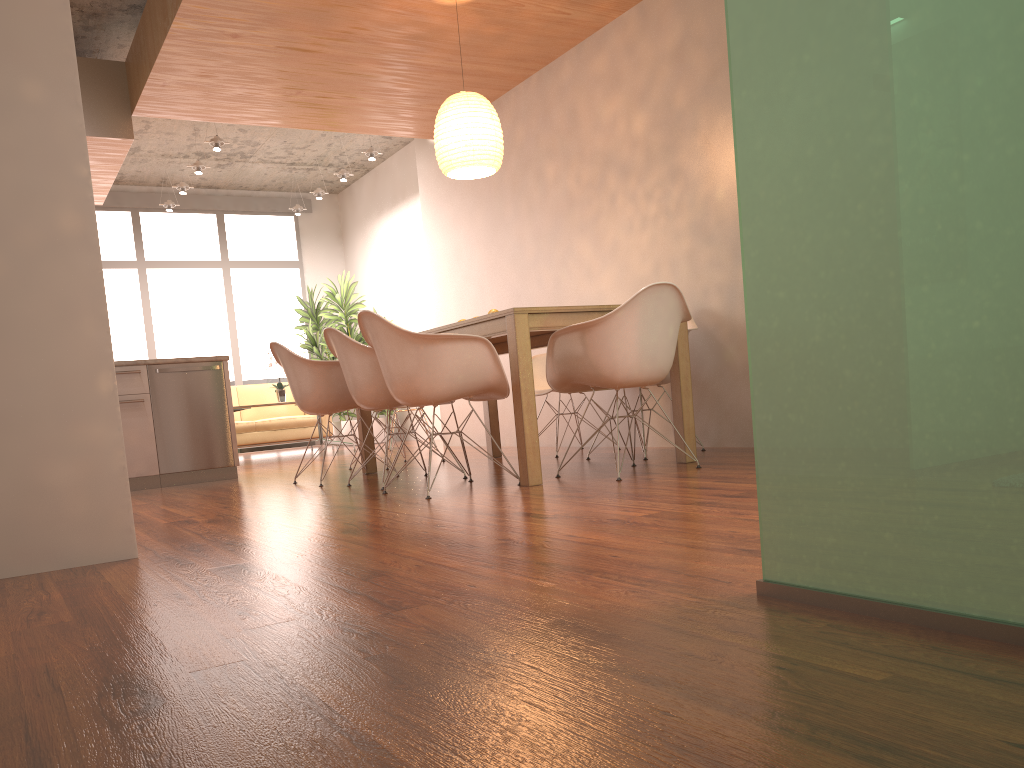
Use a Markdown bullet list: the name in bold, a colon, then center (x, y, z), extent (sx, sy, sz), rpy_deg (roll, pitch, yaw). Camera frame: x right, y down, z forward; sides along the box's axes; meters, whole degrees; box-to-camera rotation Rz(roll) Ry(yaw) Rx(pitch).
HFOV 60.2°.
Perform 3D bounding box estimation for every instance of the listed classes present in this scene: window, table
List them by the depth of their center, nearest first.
- **table**: center (-0.051, 0.089, 5.143), extent (1.018, 0.814, 2.081), rpy_deg (-6, 0, -31)
- **table**: center (-2.404, 0.486, 9.040), extent (1.856, 0.563, 0.943), rpy_deg (-5, 0, -30)
- **window**: center (-6.229, -0.554, 9.894), extent (8.494, 3.302, 0.062), rpy_deg (-5, 4, -30)

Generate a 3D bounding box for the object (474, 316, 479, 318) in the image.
- **object**: center (-0.193, -0.345, 4.983), extent (0.080, 0.072, 0.083), rpy_deg (-6, 2, -41)

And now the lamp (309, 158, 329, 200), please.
- **lamp**: center (-2.272, -2.404, 10.314), extent (0.134, 0.486, 0.196), rpy_deg (-3, 4, 27)

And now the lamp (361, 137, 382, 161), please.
- **lamp**: center (-1.431, -2.502, 8.901), extent (0.134, 0.486, 0.196), rpy_deg (-3, 4, 27)

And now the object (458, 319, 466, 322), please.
- **object**: center (-0.286, -0.335, 5.108), extent (0.077, 0.078, 0.080), rpy_deg (-7, 3, -45)

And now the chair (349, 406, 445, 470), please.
- **chair**: center (-0.894, 0.159, 6.367), extent (0.646, 0.867, 0.677), rpy_deg (-2, 4, 44)

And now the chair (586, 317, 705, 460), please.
- **chair**: center (0.800, -0.009, 5.269), extent (0.636, 0.867, 0.687), rpy_deg (-7, 3, -41)

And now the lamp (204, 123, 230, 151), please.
- **lamp**: center (-2.738, -2.398, 8.134), extent (0.134, 0.486, 0.196), rpy_deg (-3, 4, 27)

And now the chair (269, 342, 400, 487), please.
- **chair**: center (-1.104, 0.162, 5.376), extent (0.637, 0.867, 0.687), rpy_deg (-7, 3, -36)

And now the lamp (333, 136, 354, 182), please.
- **lamp**: center (-1.852, -2.453, 9.608), extent (0.134, 0.486, 0.196), rpy_deg (-3, 4, 27)

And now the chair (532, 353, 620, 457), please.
- **chair**: center (0.407, 0.039, 6.058), extent (0.637, 0.867, 0.686), rpy_deg (-7, 3, -31)

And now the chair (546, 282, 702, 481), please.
- **chair**: center (0.540, -0.003, 4.208), extent (0.678, 0.867, 0.645), rpy_deg (-7, 3, -36)

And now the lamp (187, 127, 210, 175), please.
- **lamp**: center (-3.159, -2.349, 8.841), extent (0.134, 0.486, 0.196), rpy_deg (-3, 4, 27)

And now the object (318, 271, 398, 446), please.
- **object**: center (-1.873, -0.305, 10.887), extent (0.962, 2.119, 1.079), rpy_deg (-6, 4, -18)

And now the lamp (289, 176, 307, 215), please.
- **lamp**: center (-2.693, -2.356, 11.021), extent (0.134, 0.486, 0.196), rpy_deg (-3, 4, 27)

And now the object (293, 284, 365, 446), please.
- **object**: center (-2.232, -0.264, 11.463), extent (1.076, 2.119, 0.964), rpy_deg (-6, 4, -13)

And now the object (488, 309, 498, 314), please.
- **object**: center (-0.097, -0.373, 4.826), extent (0.080, 0.072, 0.082), rpy_deg (-4, 2, 36)

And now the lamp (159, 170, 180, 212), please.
- **lamp**: center (-4.000, -2.252, 10.254), extent (0.134, 0.486, 0.196), rpy_deg (-3, 4, 27)

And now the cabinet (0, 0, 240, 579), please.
- **cabinet**: center (-2.202, -0.465, 4.728), extent (1.899, 2.289, 4.260), rpy_deg (-6, 1, -31)

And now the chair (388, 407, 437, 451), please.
- **chair**: center (-1.027, 0.190, 8.840), extent (0.559, 0.907, 0.542), rpy_deg (-6, 3, -11)

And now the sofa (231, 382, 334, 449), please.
- **sofa**: center (-3.064, 0.423, 10.138), extent (1.787, 0.843, 0.882), rpy_deg (-5, 2, -30)

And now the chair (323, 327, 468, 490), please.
- **chair**: center (-0.663, 0.114, 4.811), extent (0.637, 0.867, 0.687), rpy_deg (-7, 3, -36)

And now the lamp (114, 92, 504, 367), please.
- **lamp**: center (-1.987, -0.869, 5.537), extent (3.191, 1.356, 3.079), rpy_deg (-5, 0, -31)

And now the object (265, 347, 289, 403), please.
- **object**: center (-2.368, -0.098, 9.012), extent (0.295, 0.593, 0.372), rpy_deg (-8, 4, -36)

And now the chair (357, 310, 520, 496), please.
- **chair**: center (-0.372, 0.072, 4.177), extent (0.637, 0.854, 0.687), rpy_deg (-7, 3, -36)

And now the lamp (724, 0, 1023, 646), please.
- **lamp**: center (-0.100, -1.222, 4.351), extent (0.444, 3.416, 8.217), rpy_deg (-6, 0, -13)

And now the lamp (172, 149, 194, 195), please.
- **lamp**: center (-3.580, -2.301, 9.547), extent (0.134, 0.486, 0.196), rpy_deg (-3, 4, 27)
